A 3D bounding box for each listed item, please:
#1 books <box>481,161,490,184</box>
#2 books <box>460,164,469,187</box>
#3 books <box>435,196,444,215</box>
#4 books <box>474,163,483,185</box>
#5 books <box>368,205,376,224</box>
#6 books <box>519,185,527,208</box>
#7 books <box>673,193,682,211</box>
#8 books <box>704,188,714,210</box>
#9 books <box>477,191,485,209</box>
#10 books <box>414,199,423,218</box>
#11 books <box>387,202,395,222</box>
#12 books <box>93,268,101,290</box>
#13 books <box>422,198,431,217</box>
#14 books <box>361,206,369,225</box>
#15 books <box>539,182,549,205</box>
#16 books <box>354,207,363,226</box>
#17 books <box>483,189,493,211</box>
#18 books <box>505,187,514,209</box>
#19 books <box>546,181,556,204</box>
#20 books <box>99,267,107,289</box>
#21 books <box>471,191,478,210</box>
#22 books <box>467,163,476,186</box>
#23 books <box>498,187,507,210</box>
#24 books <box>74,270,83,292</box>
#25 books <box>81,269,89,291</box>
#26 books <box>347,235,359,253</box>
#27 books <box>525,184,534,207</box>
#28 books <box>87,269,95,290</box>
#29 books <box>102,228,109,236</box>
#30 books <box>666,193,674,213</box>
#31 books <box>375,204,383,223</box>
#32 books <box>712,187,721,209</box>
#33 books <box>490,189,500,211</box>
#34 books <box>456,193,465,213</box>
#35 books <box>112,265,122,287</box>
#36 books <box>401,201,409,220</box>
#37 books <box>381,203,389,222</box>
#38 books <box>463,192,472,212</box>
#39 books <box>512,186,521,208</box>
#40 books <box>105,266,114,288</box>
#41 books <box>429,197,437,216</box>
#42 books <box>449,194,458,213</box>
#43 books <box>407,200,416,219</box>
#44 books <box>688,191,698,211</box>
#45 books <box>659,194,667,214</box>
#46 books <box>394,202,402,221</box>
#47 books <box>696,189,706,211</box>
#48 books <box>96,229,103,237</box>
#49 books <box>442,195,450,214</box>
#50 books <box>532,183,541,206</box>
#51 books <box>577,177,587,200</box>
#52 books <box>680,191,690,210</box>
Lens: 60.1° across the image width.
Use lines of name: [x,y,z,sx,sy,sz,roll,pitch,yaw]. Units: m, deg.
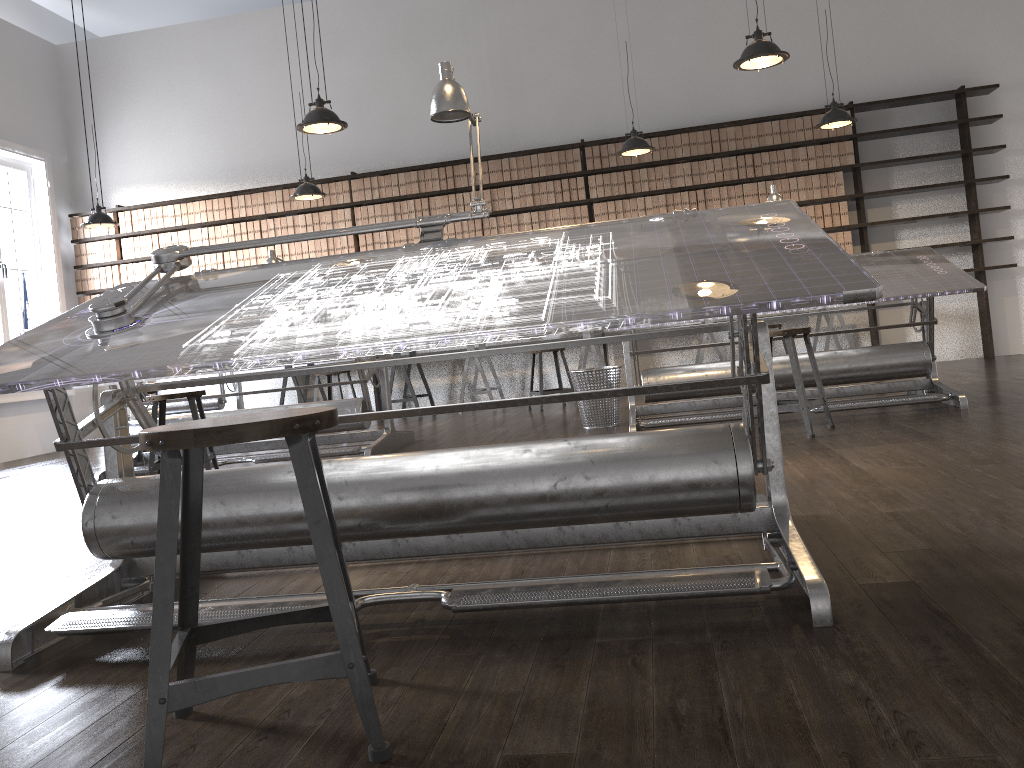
books: [-0.249,-2.064,8.725,0.066,0.226,0.175,-6,1,9]
books: [-0.458,-2.043,8.752,0.066,0.226,0.175,-6,1,9]
books: [-0.698,-1.741,8.797,0.066,0.225,0.175,-6,1,9]
books: [-0.317,-2.058,8.738,0.066,0.226,0.174,-6,1,9]
books: [-1.384,-1.672,8.900,0.067,0.226,0.175,-6,1,9]
books: [0.117,-1.822,8.671,0.066,0.225,0.175,-6,1,9]
books: [1.581,-1.699,8.448,0.066,0.226,0.174,-6,1,9]
books: [1.867,-1.727,8.404,0.066,0.225,0.175,-6,1,9]
books: [-0.287,-1.782,8.734,0.066,0.225,0.175,-6,1,9]
books: [-0.909,-1.720,8.832,0.066,0.226,0.175,-6,1,9]
books: [-1.185,-1.692,8.868,0.067,0.226,0.175,-6,1,9]
books: [-4.339,-1.107,9.361,0.066,0.226,0.174,-6,1,9]
books: [-0.836,-1.727,8.815,0.067,0.226,0.175,-6,1,9]
books: [-1.452,-1.665,8.914,0.066,0.226,0.175,-6,1,9]
books: [0.319,-1.843,8.641,0.066,0.226,0.174,-6,1,9]
books: [-1.520,-1.659,8.927,0.066,0.226,0.174,-6,1,9]
books: [-0.223,-1.788,8.719,0.067,0.226,0.175,-6,1,9]
books: [-0.016,-1.809,8.688,0.067,0.226,0.175,-6,1,9]
books: [0.388,-1.849,8.626,0.066,0.226,0.174,-6,1,9]
books: [-4.268,-1.114,9.355,0.066,0.226,0.175,-6,1,9]
books: [-0.349,-1.776,8.742,0.066,0.225,0.175,-6,1,9]
books: [-0.386,-2.051,8.745,0.066,0.226,0.174,-6,1,9]
books: [-0.085,-1.802,8.703,0.066,0.226,0.175,-6,1,9]
books: [-4.545,-1.086,9.391,0.067,0.226,0.175,-6,1,9]
books: [-4.478,-1.093,9.387,0.066,0.226,0.175,-6,1,9]
books: [-1.592,-1.382,8.940,0.066,0.226,0.175,-6,1,9]
books: [0.182,-1.829,8.656,0.067,0.226,0.175,-6,1,9]
books: [-4.408,-1.100,9.376,0.066,0.226,0.174,-6,1,9]
books: [-4.245,-1.670,9.340,0.067,0.226,0.175,-6,1,9]
books: [1.512,-1.692,8.459,0.066,0.226,0.175,-6,1,9]
books: [-1.312,-1.679,8.891,0.066,0.225,0.175,-6,1,9]
books: [1.931,-1.733,8.388,0.066,0.226,0.175,-6,1,9]
books: [-0.153,-1.795,8.715,0.066,0.226,0.174,-6,1,9]
books: [-0.494,-1.761,8.764,0.066,0.226,0.174,-6,1,9]
books: [-4.122,-1.129,9.332,0.066,0.225,0.175,-6,1,9]
books: [-1.048,-1.706,8.853,0.066,0.226,0.174,-6,1,9]
books: [-1.250,-1.686,8.883,0.066,0.225,0.175,-6,1,9]
books: [-0.421,-1.768,8.751,0.067,0.226,0.175,-6,1,9]
books: [0.055,-1.816,8.679,0.066,0.225,0.175,-6,1,9]
books: [-4.196,-1.121,9.338,0.067,0.226,0.175,-6,1,9]
books: [-0.762,-1.734,8.809,0.066,0.225,0.175,-6,1,9]
books: [-0.566,-1.754,8.772,0.066,0.226,0.175,-6,1,9]
books: [-0.979,-1.713,8.838,0.066,0.226,0.174,-6,1,9]
books: [1.721,-1.713,8.427,0.066,0.226,0.175,-6,1,9]
books: [1.445,-1.685,8.463,0.067,0.226,0.175,-6,1,9]
books: [-1.118,-1.699,8.864,0.066,0.226,0.175,-6,1,9]
books: [1.794,-1.720,8.410,0.067,0.226,0.175,-6,1,9]
books: [-4.314,-1.664,9.355,0.066,0.226,0.175,-6,1,9]
books: [-0.637,-1.747,8.783,0.067,0.226,0.175,-6,1,9]
books: [0.249,-1.836,8.652,0.066,0.226,0.175,-6,1,9]
books: [0.679,-1.879,8.583,0.066,0.225,0.175,-6,1,9]
books: [1.650,-1.705,8.433,0.066,0.226,0.174,-6,1,9]
